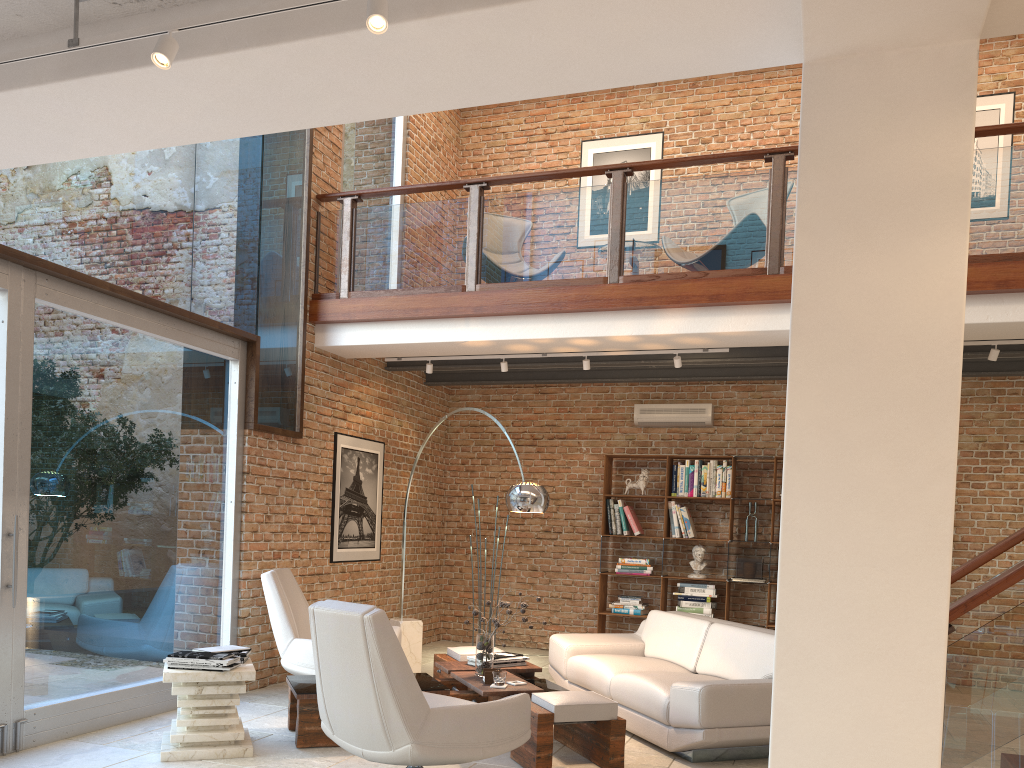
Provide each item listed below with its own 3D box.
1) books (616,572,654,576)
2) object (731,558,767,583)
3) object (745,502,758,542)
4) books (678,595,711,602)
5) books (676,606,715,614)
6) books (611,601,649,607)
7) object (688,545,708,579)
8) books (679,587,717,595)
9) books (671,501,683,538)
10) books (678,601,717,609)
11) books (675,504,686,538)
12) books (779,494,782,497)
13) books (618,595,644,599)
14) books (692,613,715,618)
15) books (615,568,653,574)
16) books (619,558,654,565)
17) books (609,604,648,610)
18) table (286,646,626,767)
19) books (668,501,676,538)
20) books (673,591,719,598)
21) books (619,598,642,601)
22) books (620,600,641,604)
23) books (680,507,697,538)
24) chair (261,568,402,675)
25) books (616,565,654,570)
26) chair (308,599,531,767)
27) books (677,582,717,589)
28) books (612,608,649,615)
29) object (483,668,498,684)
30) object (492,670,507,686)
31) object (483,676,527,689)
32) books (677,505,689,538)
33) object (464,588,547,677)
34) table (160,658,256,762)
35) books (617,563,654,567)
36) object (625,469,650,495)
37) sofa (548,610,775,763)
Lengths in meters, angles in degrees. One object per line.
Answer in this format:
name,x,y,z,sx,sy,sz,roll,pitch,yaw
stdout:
books,1.312,2.014,9.270,0.355,0.020,0.276,-1,-10,20
object,2.410,1.885,8.841,0.335,0.231,0.287,0,-5,20
object,2.425,1.393,8.810,0.121,0.396,0.062,3,1,22
books,1.894,2.219,9.041,0.326,0.055,0.258,0,-9,15
books,1.913,2.343,9.064,0.362,0.055,0.286,-1,-10,22
books,1.261,2.342,9.286,0.379,0.018,0.247,0,-9,12
object,1.928,1.841,9.042,0.196,0.348,0.195,2,-1,36
books,1.931,2.143,9.059,0.379,0.064,0.247,0,-9,14
books,1.724,1.419,9.111,0.103,0.381,0.246,3,-2,20
books,1.921,2.281,9.044,0.379,0.064,0.247,1,-9,7
books,1.777,1.436,9.103,0.124,0.346,0.274,2,-3,20
books,2.785,1.114,8.683,0.236,0.018,0.173,0,-9,13
books,1.269,2.265,9.293,0.252,0.017,0.164,-1,-10,20
books,1.905,2.400,9.047,0.379,0.064,0.247,0,-9,14
books,1.302,1.985,9.266,0.379,0.036,0.247,0,-9,15
books,1.326,1.883,9.268,0.326,0.055,0.258,-1,-9,22
books,1.248,2.371,9.302,0.379,0.036,0.247,-1,-10,20
table,-0.466,2.102,5.795,1.977,0.425,2.225,5,-9,-19
books,1.697,1.423,9.146,0.101,0.381,0.246,3,-2,20
books,1.915,2.182,9.046,0.444,0.020,0.276,-1,-10,20
books,1.266,2.295,9.316,0.236,0.018,0.173,0,-9,13
books,1.268,2.320,9.308,0.205,0.033,0.134,-1,-9,20
books,1.841,1.443,9.074,0.158,0.327,0.257,2,-3,20
chair,-1.400,1.923,6.663,0.983,0.990,1.037,2,-4,4
books,1.312,1.947,9.255,0.379,0.036,0.247,0,-9,13
chair,-0.562,1.604,4.482,1.026,1.008,0.981,-1,-5,36
books,1.927,2.091,9.055,0.379,0.036,0.247,-1,-10,20
books,1.263,2.416,9.288,0.326,0.055,0.258,-3,-10,30
object,-0.133,1.865,5.562,0.094,0.081,0.115,3,-6,-8
object,-0.078,1.833,5.427,0.091,0.084,0.091,4,-5,-21
object,-0.035,1.883,5.500,0.271,0.034,0.251,4,-9,-8
books,1.801,1.437,9.104,0.124,0.346,0.274,2,-3,20
object,-0.039,1.648,5.801,0.543,0.603,0.317,3,-1,-9
table,-1.798,1.908,5.157,0.497,0.500,0.497,4,-4,-20
books,1.318,1.922,9.274,0.355,0.020,0.276,-1,-10,18
object,1.322,1.034,9.204,0.251,0.281,0.131,1,-1,28
sofa,1.214,2.086,6.272,1.148,0.747,2.349,5,-8,-20
